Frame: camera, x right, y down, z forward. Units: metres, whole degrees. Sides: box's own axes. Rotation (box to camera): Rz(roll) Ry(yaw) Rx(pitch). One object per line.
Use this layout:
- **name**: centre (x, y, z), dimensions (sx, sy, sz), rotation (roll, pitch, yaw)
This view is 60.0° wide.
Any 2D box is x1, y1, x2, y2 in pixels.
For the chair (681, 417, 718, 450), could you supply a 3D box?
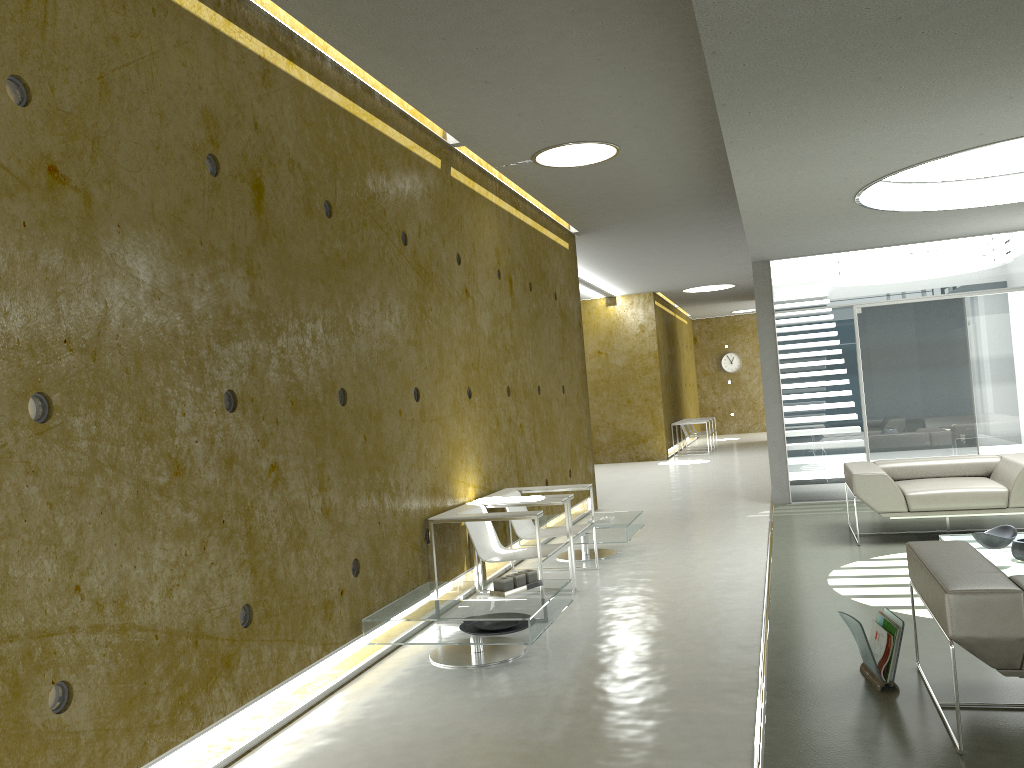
- **chair**: centre (4.230, 1.114, 20.041), dimensions (0.710, 0.667, 0.800), rotation (-5, -1, 17)

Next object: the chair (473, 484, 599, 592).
- **chair**: centre (0.202, 1.145, 6.664), dimensions (0.710, 0.667, 0.800), rotation (-5, -1, 17)

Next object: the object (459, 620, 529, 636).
- **object**: centre (-0.077, 1.263, 4.624), dimensions (0.394, 0.027, 0.394), rotation (-5, -1, 0)

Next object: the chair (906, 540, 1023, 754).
- **chair**: centre (2.378, 0.937, 3.354), dimensions (1.481, 0.583, 1.039), rotation (-5, -1, 17)

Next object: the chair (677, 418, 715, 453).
- **chair**: centre (3.983, 1.116, 19.221), dimensions (0.710, 0.667, 0.800), rotation (-5, -1, 17)

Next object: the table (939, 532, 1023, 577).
- **table**: centre (3.121, 1.112, 5.301), dimensions (0.790, 0.200, 1.500), rotation (-5, -1, 17)

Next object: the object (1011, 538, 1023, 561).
- **object**: centre (2.990, 0.961, 5.132), dimensions (0.177, 0.113, 0.177), rotation (-5, -1, -3)

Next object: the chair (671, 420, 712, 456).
- **chair**: centre (3.736, 1.117, 18.401), dimensions (0.710, 0.667, 0.800), rotation (-5, -1, 17)

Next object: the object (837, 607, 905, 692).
- **object**: centre (1.588, 1.161, 3.908), dimensions (0.216, 0.288, 0.329), rotation (-5, -1, 7)

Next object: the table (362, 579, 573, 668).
- **table**: centre (-0.201, 1.321, 4.855), dimensions (0.900, 0.300, 0.900), rotation (-5, -1, 17)

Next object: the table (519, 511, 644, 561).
- **table**: centre (0.621, 1.315, 7.582), dimensions (0.900, 0.300, 0.900), rotation (-5, -1, 17)

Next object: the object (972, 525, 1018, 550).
- **object**: centre (3.011, 0.963, 5.528), dimensions (0.317, 0.125, 0.223), rotation (-4, -2, -37)

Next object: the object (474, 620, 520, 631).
- **object**: centre (-0.077, 1.259, 4.624), dimensions (0.239, 0.027, 0.239), rotation (-5, -2, 34)

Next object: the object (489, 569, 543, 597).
- **object**: centre (0.023, 1.107, 4.967), dimensions (0.118, 0.097, 0.326), rotation (-6, -2, 42)

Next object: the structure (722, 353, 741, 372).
- **structure**: centre (6.085, -0.589, 24.565), dimensions (0.547, 0.539, 0.016), rotation (-5, -1, 17)

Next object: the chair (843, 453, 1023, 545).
- **chair**: centre (3.560, 0.928, 7.279), dimensions (1.481, 0.583, 1.039), rotation (-5, -1, 17)

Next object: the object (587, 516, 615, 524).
- **object**: centre (0.745, 1.136, 7.408), dimensions (0.197, 0.029, 0.189), rotation (-5, -1, 17)

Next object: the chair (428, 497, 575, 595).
- **chair**: centre (-0.045, 1.146, 5.844), dimensions (0.710, 0.667, 0.800), rotation (-5, -1, 17)
